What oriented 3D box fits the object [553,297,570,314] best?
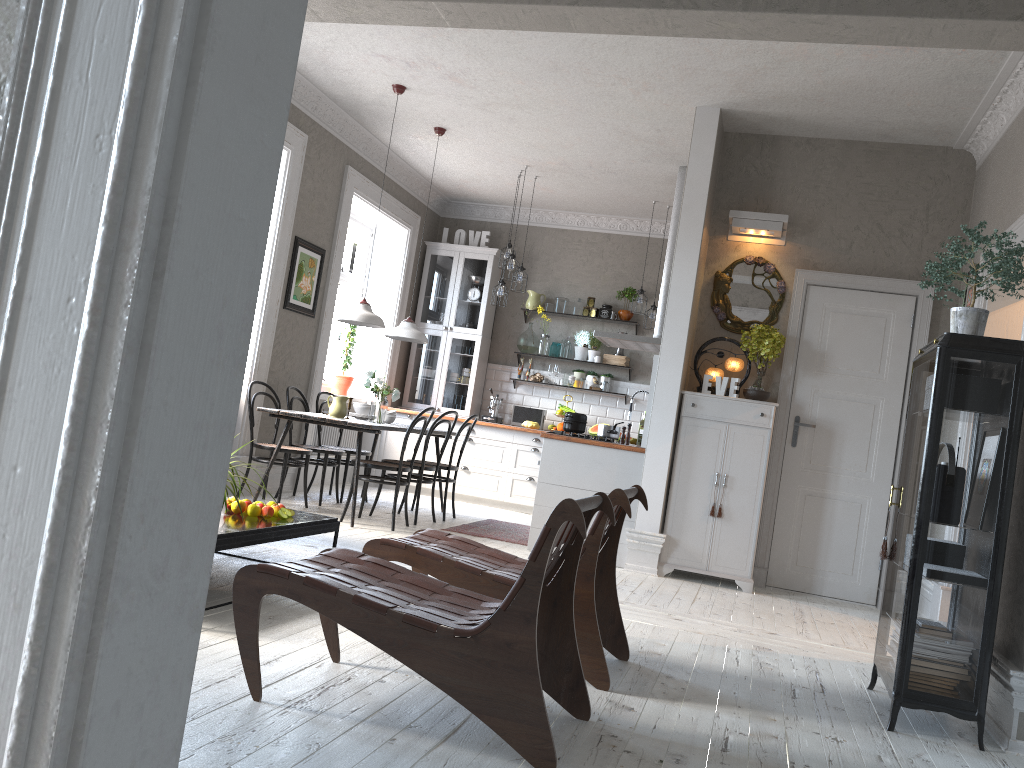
[{"bbox_3d":[0.542,-0.861,9.821,0.175,0.184,0.168,11,-3,-36],"label":"object"}]

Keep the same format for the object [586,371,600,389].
[{"bbox_3d":[0.876,-0.038,9.733,0.170,0.214,0.150,6,-4,45],"label":"object"}]

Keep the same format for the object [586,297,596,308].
[{"bbox_3d":[0.866,-0.893,9.726,0.083,0.113,0.082,9,-3,-5],"label":"object"}]

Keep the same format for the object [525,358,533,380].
[{"bbox_3d":[0.193,-0.160,9.859,0.063,0.264,0.052,11,-4,-39],"label":"object"}]

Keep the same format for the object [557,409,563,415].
[{"bbox_3d":[0.514,0.302,9.470,0.058,0.069,0.080,7,-3,35],"label":"object"}]

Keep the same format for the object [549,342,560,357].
[{"bbox_3d":[0.483,-0.374,9.843,0.124,0.172,0.127,8,-3,18],"label":"object"}]

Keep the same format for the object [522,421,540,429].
[{"bbox_3d":[0.203,0.436,9.432,0.195,0.083,0.191,8,-3,15],"label":"object"}]

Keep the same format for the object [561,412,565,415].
[{"bbox_3d":[0.554,0.331,9.474,0.063,0.061,0.067,8,-3,15],"label":"object"}]

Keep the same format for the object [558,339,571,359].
[{"bbox_3d":[0.579,-0.381,9.728,0.122,0.206,0.127,7,-3,38],"label":"object"}]

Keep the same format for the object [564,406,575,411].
[{"bbox_3d":[0.635,0.291,9.558,0.177,0.096,0.090,7,-3,35],"label":"object"}]

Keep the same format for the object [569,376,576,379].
[{"bbox_3d":[0.654,-0.056,9.648,0.077,0.051,0.077,9,-3,1],"label":"object"}]

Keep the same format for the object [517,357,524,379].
[{"bbox_3d":[0.097,-0.173,9.900,0.054,0.264,0.061,9,-3,-14],"label":"object"}]

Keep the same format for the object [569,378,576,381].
[{"bbox_3d":[0.650,-0.031,9.646,0.076,0.051,0.079,7,-3,34],"label":"object"}]

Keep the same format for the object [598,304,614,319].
[{"bbox_3d":[1.037,-0.784,9.737,0.140,0.174,0.143,8,-3,15],"label":"object"}]

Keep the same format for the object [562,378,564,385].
[{"bbox_3d":[0.585,-0.016,9.784,0.076,0.083,0.079,7,-3,33],"label":"object"}]

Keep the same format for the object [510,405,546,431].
[{"bbox_3d":[0.176,0.370,9.655,0.348,0.226,0.089,8,-3,14],"label":"object"}]

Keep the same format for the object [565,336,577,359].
[{"bbox_3d":[0.646,-0.393,9.869,0.129,0.264,0.133,8,-3,20],"label":"object"}]

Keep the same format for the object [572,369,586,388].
[{"bbox_3d":[0.726,-0.064,9.762,0.157,0.217,0.155,9,-3,-5],"label":"object"}]

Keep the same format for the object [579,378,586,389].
[{"bbox_3d":[0.774,-0.005,9.671,0.077,0.108,0.078,8,-3,8],"label":"object"}]

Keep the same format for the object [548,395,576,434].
[{"bbox_3d":[0.577,0.327,9.526,0.352,0.426,0.351,9,-3,0],"label":"object"}]

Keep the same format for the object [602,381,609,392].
[{"bbox_3d":[1.014,0.028,9.584,0.077,0.108,0.078,8,-3,8],"label":"object"}]

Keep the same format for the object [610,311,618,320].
[{"bbox_3d":[1.111,-0.739,9.613,0.092,0.096,0.075,8,-3,15],"label":"object"}]

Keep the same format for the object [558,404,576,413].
[{"bbox_3d":[0.592,0.271,9.500,0.208,0.101,0.068,8,-3,21],"label":"object"}]

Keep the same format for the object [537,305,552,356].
[{"bbox_3d":[0.338,-0.588,9.746,0.190,0.540,0.282,8,-3,7],"label":"object"}]

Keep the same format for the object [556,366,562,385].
[{"bbox_3d":[0.504,-0.095,9.791,0.082,0.217,0.082,9,-3,1],"label":"object"}]

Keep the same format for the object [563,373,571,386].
[{"bbox_3d":[0.598,-0.045,9.705,0.079,0.139,0.078,9,-3,-12],"label":"object"}]

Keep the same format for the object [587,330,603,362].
[{"bbox_3d":[0.906,-0.421,9.692,0.187,0.380,0.166,10,-3,-24],"label":"object"}]

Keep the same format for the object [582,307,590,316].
[{"bbox_3d":[0.820,-0.786,9.741,0.082,0.113,0.083,8,-3,15],"label":"object"}]

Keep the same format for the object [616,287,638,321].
[{"bbox_3d":[1.263,-0.867,9.641,0.255,0.397,0.246,6,-4,40],"label":"object"}]

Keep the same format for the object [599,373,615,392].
[{"bbox_3d":[1.035,-0.014,9.702,0.157,0.213,0.154,8,-3,13],"label":"object"}]

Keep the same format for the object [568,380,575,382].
[{"bbox_3d":[0.647,-0.014,9.645,0.077,0.051,0.077,8,-3,8],"label":"object"}]

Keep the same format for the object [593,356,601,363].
[{"bbox_3d":[0.929,-0.266,9.607,0.104,0.071,0.064,6,-4,45],"label":"object"}]

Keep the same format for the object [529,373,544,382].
[{"bbox_3d":[0.274,-0.075,9.807,0.178,0.111,0.095,9,-3,-8],"label":"object"}]

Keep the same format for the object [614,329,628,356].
[{"bbox_3d":[1.190,-0.443,9.651,0.131,0.288,0.130,9,-3,0],"label":"object"}]

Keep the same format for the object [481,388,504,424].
[{"bbox_3d":[-0.207,0.240,9.667,0.203,0.370,0.357,8,-3,16],"label":"object"}]

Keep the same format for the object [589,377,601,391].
[{"bbox_3d":[0.918,-0.002,9.629,0.120,0.147,0.099,10,-3,-17],"label":"object"}]

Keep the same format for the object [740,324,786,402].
[{"bbox_3d":[1.765,-0.145,6.248,0.347,0.553,0.291,11,-4,-41],"label":"object"}]

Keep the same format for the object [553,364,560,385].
[{"bbox_3d":[0.482,-0.102,9.704,0.082,0.217,0.082,9,-3,1],"label":"object"}]

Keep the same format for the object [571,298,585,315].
[{"bbox_3d":[0.741,-0.846,9.870,0.142,0.220,0.137,10,-3,-25],"label":"object"}]

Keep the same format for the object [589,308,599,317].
[{"bbox_3d":[0.902,-0.775,9.716,0.081,0.113,0.084,7,-3,25],"label":"object"}]

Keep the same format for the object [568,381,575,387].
[{"bbox_3d":[0.645,0.003,9.645,0.077,0.051,0.077,8,-3,8],"label":"object"}]

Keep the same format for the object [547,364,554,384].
[{"bbox_3d":[0.422,-0.107,9.816,0.082,0.217,0.082,9,-3,1],"label":"object"}]

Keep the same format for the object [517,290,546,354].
[{"bbox_3d":[0.194,-0.675,9.835,0.338,0.675,0.334,10,-3,-17],"label":"object"}]

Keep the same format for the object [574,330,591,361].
[{"bbox_3d":[0.792,-0.423,9.774,0.240,0.354,0.239,7,-3,33],"label":"object"}]
